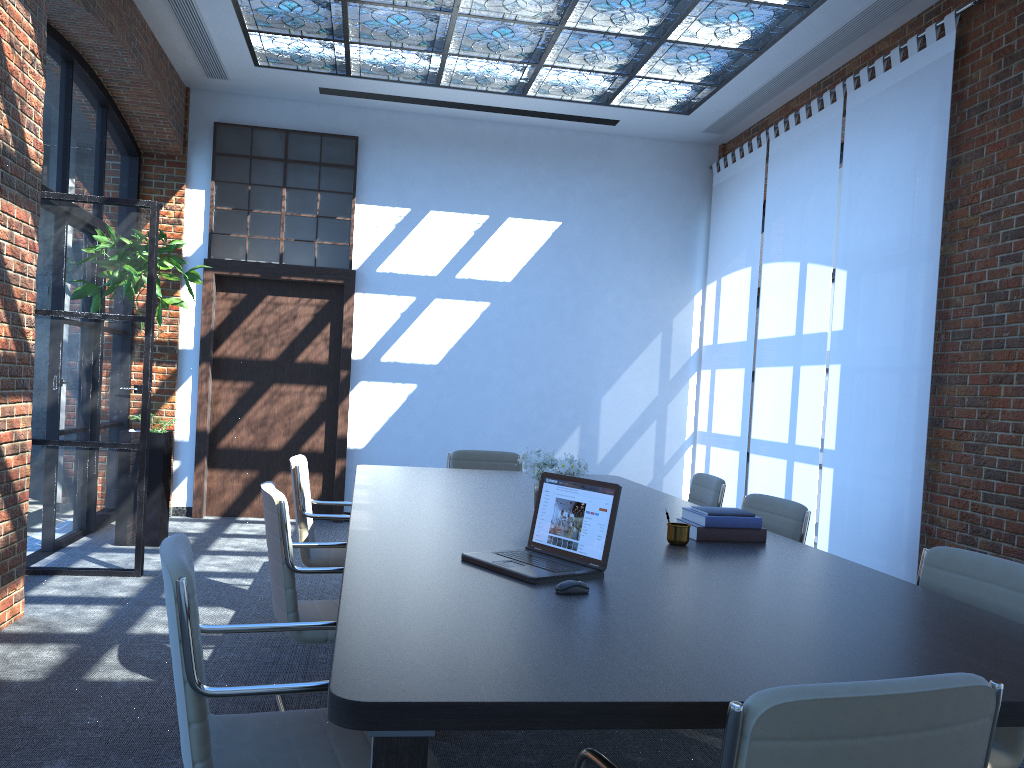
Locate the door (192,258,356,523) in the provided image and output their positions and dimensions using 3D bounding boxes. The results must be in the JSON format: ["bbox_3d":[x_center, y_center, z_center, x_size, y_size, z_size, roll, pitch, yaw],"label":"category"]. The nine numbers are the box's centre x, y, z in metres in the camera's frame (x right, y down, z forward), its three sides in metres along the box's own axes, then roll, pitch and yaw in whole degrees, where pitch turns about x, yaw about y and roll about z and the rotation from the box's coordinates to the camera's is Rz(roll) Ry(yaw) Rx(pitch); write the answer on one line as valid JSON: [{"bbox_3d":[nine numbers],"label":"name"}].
[{"bbox_3d":[-2.267,0.085,8.503,1.400,2.437,0.200,3,2,-9],"label":"door"}]

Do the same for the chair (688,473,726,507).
[{"bbox_3d":[0.854,0.990,5.297,0.706,0.924,0.559,3,1,-6],"label":"chair"}]

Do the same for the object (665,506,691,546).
[{"bbox_3d":[0.634,0.540,3.369,0.091,0.142,0.091,3,1,-32],"label":"object"}]

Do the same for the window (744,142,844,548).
[{"bbox_3d":[3.265,-0.226,4.416,0.160,3.610,9.613,3,0,-9],"label":"window"}]

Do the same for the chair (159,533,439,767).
[{"bbox_3d":[-0.574,0.882,2.348,0.707,0.924,0.559,3,1,-21],"label":"chair"}]

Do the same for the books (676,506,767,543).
[{"bbox_3d":[0.849,0.568,3.615,0.294,0.115,0.254,3,0,-11],"label":"books"}]

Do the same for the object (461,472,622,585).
[{"bbox_3d":[0.084,0.434,2.765,0.323,0.283,0.389,3,0,-36],"label":"object"}]

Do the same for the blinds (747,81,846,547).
[{"bbox_3d":[2.255,-0.365,7.207,0.039,3.761,1.217,3,2,-9],"label":"blinds"}]

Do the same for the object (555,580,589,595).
[{"bbox_3d":[0.166,0.560,2.449,0.101,0.034,0.059,3,0,-29],"label":"object"}]

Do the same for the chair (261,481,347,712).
[{"bbox_3d":[-0.699,0.887,3.690,0.707,0.924,0.559,3,1,-21],"label":"chair"}]

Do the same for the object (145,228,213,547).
[{"bbox_3d":[-2.898,0.009,6.977,0.946,2.493,1.322,3,1,-9],"label":"object"}]

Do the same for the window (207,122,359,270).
[{"bbox_3d":[-2.158,-1.754,8.390,1.329,1.293,0.059,3,2,-9],"label":"window"}]

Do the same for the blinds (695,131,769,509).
[{"bbox_3d":[2.049,-0.366,8.467,0.039,3.761,1.217,3,2,-9],"label":"blinds"}]

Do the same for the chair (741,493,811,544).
[{"bbox_3d":[0.940,0.985,4.154,0.707,0.924,0.559,3,1,-16],"label":"chair"}]

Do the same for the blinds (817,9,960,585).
[{"bbox_3d":[2.460,-0.365,5.959,0.039,3.761,1.217,3,2,-9],"label":"blinds"}]

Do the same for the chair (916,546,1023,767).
[{"bbox_3d":[1.175,0.985,2.724,0.707,0.924,0.559,3,1,-14],"label":"chair"}]

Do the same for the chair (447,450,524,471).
[{"bbox_3d":[-0.160,0.940,6.081,0.560,0.924,0.705,3,1,-9],"label":"chair"}]

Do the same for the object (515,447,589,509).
[{"bbox_3d":[0.173,0.435,3.943,0.329,0.310,0.336,3,1,1],"label":"object"}]

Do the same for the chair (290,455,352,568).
[{"bbox_3d":[-0.920,0.887,5.041,0.706,0.924,0.559,3,1,-9],"label":"chair"}]

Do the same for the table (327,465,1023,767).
[{"bbox_3d":[0.190,0.996,3.883,1.810,0.810,4.500,3,0,-9],"label":"table"}]

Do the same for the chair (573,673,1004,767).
[{"bbox_3d":[0.463,0.935,1.743,0.560,0.924,0.705,3,1,-21],"label":"chair"}]
